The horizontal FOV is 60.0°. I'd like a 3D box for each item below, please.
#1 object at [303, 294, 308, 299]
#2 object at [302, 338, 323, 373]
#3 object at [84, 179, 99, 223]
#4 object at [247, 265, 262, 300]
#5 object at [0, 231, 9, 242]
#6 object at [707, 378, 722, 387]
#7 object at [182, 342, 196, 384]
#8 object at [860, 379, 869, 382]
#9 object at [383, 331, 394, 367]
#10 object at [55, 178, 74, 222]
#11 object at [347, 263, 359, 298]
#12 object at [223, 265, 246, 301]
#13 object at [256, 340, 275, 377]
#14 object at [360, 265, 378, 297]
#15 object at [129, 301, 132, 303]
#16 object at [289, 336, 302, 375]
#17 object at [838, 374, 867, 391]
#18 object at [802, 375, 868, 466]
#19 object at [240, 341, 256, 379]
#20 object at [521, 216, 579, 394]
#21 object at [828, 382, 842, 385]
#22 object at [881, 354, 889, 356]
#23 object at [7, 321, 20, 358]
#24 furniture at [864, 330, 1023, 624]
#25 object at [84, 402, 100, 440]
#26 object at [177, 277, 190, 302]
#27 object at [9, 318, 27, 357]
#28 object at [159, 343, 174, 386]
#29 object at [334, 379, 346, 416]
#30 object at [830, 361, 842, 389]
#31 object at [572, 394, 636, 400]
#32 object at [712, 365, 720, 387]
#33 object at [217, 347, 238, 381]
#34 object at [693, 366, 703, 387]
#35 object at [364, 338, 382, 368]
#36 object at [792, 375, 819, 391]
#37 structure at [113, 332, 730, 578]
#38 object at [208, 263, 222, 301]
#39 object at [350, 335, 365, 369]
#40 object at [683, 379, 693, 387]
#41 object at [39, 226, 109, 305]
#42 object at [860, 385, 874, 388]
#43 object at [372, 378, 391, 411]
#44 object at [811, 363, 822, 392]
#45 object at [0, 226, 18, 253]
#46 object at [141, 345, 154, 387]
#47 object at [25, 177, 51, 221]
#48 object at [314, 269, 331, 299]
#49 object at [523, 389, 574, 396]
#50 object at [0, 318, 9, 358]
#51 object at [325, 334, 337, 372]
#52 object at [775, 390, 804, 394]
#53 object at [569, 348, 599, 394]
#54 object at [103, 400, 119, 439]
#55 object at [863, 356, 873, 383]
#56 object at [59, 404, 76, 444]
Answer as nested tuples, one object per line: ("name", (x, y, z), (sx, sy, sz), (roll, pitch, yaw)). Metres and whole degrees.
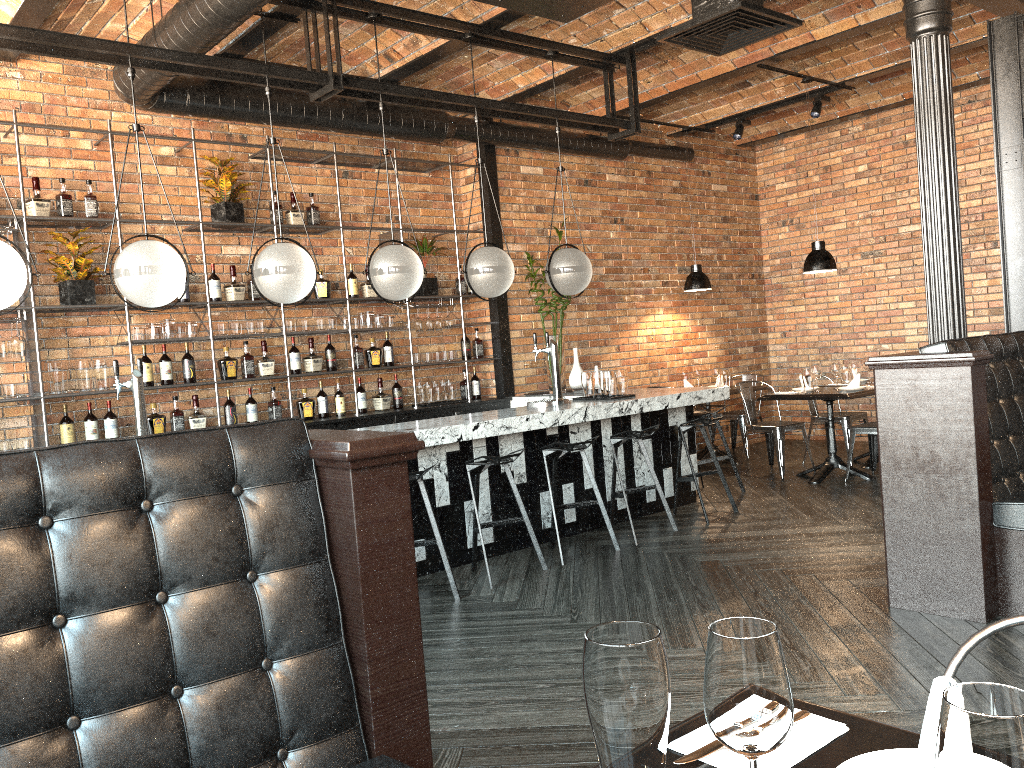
("object", (-1.664, -0.802, 7.009), (0.086, 0.298, 0.086), (-4, 2, 9))
("object", (-1.578, -0.225, 7.005), (0.123, 0.279, 0.123), (-3, 3, 39))
("object", (-2.846, -1.236, 5.990), (0.083, 0.282, 0.083), (-6, 2, -25))
("object", (-1.956, -0.760, 6.722), (0.083, 0.282, 0.083), (-6, 3, -40))
("object", (-3.276, -0.862, 5.716), (0.092, 0.244, 0.092), (-6, 3, -34))
("object", (2.156, -0.025, 9.273), (0.232, 0.139, 0.232), (-5, 2, -8))
("object", (-2.333, -0.152, 6.392), (0.086, 0.297, 0.086), (-4, 2, 9))
("object", (3.257, -0.081, 8.392), (0.232, 0.139, 0.232), (-3, 3, 44))
("object", (-1.047, -0.295, 7.487), (0.086, 0.298, 0.086), (-4, 2, 9))
("object", (-2.973, -1.222, 5.884), (0.083, 0.282, 0.083), (-3, 3, 35))
("object", (-1.309, -0.839, 7.274), (0.086, 0.299, 0.086), (-4, 2, 9))
("object", (-2.070, -0.744, 6.608), (0.123, 0.279, 0.123), (-3, 3, 39))
("object", (-1.878, -0.191, 6.752), (0.123, 0.279, 0.123), (-6, 2, -26))
("object", (-1.184, -0.842, 7.354), (0.123, 0.279, 0.123), (-6, 2, -31))
("object", (-2.619, -0.686, 6.165), (0.083, 0.282, 0.083), (-3, 3, 35))
("object", (-1.700, -0.223, 6.931), (0.086, 0.298, 0.086), (-4, 2, 9))
("object", (2.869, -0.016, 7.486), (0.232, 0.139, 0.232), (-3, 3, 44))
("object", (3.109, 0.320, 8.535), (0.504, 0.857, 0.558), (-6, 3, -40))
("object", (-1.993, -0.182, 6.674), (0.083, 0.282, 0.083), (-6, 3, -40))
("object", (0.380, -0.690, 7.956), (0.584, 1.546, 0.673), (-5, 2, -1))
("object", (3.091, -0.007, 8.251), (0.157, 0.019, 0.255), (-6, 3, -39))
("object", (3.484, -0.153, 8.261), (0.092, 0.244, 0.092), (-4, 2, 22))
("object", (-3.230, -0.291, 5.737), (0.092, 0.244, 0.092), (-6, 3, -34))
("furniture", (4.151, 0.280, 2.606), (1.979, 1.212, 5.451), (-6, 3, -40))
("object", (-2.842, 0.268, 5.990), (0.086, 0.298, 0.086), (-4, 2, 9))
("object", (-2.375, -0.721, 6.388), (0.086, 0.298, 0.086), (-4, 2, 9))
("object", (-3.124, -0.295, 5.611), (0.092, 0.244, 0.092), (-6, 3, -34))
("object", (-2.467, -0.139, 6.316), (0.086, 0.298, 0.086), (-4, 2, 9))
("object", (-1.396, 0.110, 7.165), (0.080, 0.299, 0.080), (-6, 3, -37))
("object", (2.816, -0.078, 7.699), (0.092, 0.244, 0.092), (-4, 2, 22))
("object", (0.691, 0.101, 6.685), (0.273, 0.019, 0.437), (-6, 3, -40))
("object", (2.079, -0.068, 9.001), (0.092, 0.244, 0.092), (-6, 3, -34))
("object", (-2.109, -0.151, 6.575), (0.094, 0.248, 0.151), (-3, 3, 39))
("object", (1.937, -0.065, 9.222), (0.092, 0.244, 0.092), (-6, 3, -34))
("object", (-1.154, -0.257, 7.378), (0.151, 0.248, 0.094), (-6, 2, -31))
("object", (2.588, -0.006, 7.830), (0.232, 0.139, 0.232), (-3, 3, 44))
("structure", (-0.935, 0.451, 6.004), (5.346, 1.430, 1.930), (-6, 3, -40))
("object", (-2.192, -0.742, 6.534), (0.086, 0.298, 0.086), (-4, 2, 9))
("object", (-1.273, -0.262, 7.280), (0.083, 0.282, 0.083), (-3, 3, 35))
("object", (1.813, 0.013, 8.992), (0.232, 0.139, 0.232), (-3, 3, 44))
("object", (-2.902, -0.774, 5.894), (0.430, 0.526, 0.425), (-6, 2, -28))
("object", (3.077, 0.017, 7.644), (0.157, 0.019, 0.255), (-6, 3, -39))
("object", (-1.092, 0.086, 7.403), (0.123, 0.279, 0.123), (-3, 3, 39))
("object", (2.595, -0.055, 7.556), (0.092, 0.244, 0.092), (-4, 2, 22))
("object", (-3.170, -0.866, 5.589), (0.092, 0.244, 0.092), (-6, 3, -34))
("object", (-2.562, -0.126, 6.203), (0.086, 0.299, 0.086), (-4, 2, 9))
("object", (-3.094, -1.207, 5.784), (0.123, 0.279, 0.123), (-3, 3, 39))
("object", (-1.519, -0.790, 7.088), (0.151, 0.248, 0.094), (-5, 2, -11))
("object", (0.414, 0.076, 7.998), (0.622, 0.014, 0.622), (-4, 2, 23))
("object", (-3.203, -0.286, 5.544), (0.092, 0.244, 0.092), (-6, 3, -34))
("object", (-1.460, -0.250, 7.127), (0.086, 0.299, 0.086), (-4, 2, 9))
("object", (2.423, 0.067, 7.688), (0.157, 0.019, 0.255), (-6, 3, -39))
("object", (0.646, -0.121, 7.686), (0.316, 0.397, 0.319), (-4, 2, 9))
("object", (-2.737, 0.258, 6.048), (0.086, 0.298, 0.086), (-4, 2, 9))
("object", (3.264, -0.130, 8.119), (0.092, 0.244, 0.092), (-4, 2, 22))
("object", (-2.946, 0.282, 5.869), (0.086, 0.299, 0.086), (-4, 2, 9))
